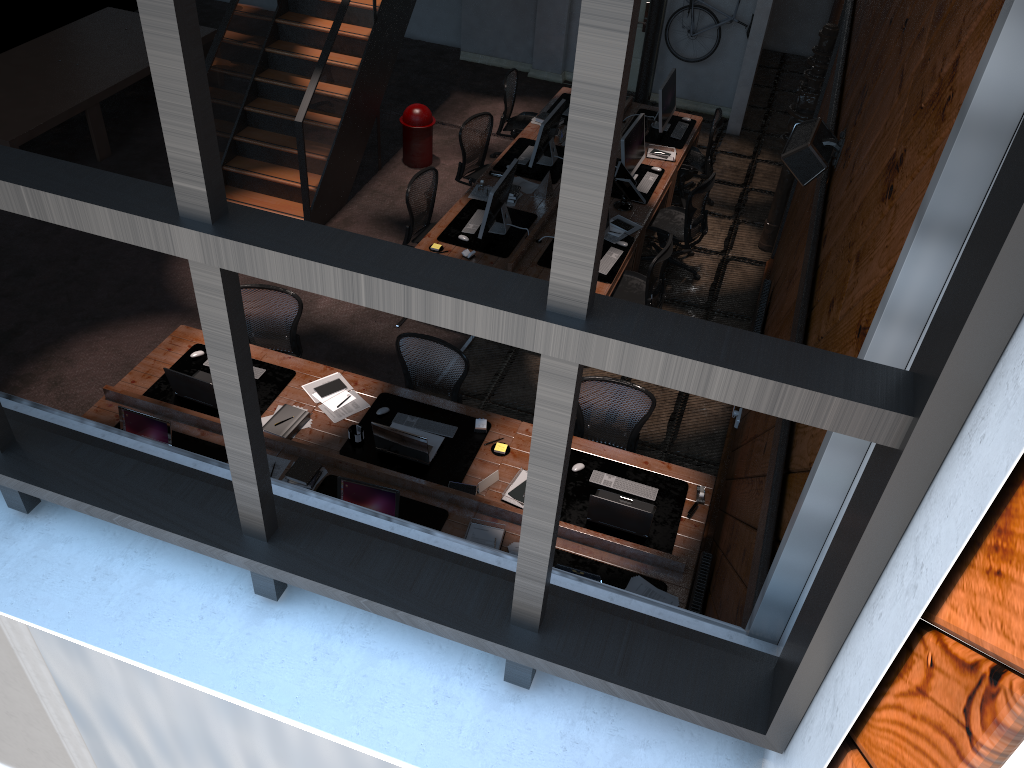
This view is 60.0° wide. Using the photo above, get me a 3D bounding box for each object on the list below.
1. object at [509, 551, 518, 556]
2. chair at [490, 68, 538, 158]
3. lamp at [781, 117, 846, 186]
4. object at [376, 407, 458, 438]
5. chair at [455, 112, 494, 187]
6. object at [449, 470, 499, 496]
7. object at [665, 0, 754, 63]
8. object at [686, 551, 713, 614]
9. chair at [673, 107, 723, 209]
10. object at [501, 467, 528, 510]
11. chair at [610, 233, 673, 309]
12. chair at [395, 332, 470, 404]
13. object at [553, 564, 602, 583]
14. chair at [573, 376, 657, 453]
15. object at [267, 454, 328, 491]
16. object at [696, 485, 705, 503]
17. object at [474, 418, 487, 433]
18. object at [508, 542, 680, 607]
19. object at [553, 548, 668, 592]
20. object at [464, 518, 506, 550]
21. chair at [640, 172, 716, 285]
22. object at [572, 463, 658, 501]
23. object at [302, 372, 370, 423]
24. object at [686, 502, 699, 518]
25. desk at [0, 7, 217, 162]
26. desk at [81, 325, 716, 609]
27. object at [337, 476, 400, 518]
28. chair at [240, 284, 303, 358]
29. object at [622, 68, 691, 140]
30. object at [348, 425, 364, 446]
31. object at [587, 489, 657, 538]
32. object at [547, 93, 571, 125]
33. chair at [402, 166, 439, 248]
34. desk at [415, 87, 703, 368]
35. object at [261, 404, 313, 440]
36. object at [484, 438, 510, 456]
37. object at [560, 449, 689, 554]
[{"bbox_3d":[0.081,1.103,5.185,0.246,0.002,0.315,3,41,-3],"label":"object"},{"bbox_3d":[0.158,-3.104,10.448,0.792,1.085,0.770,2,41,-4],"label":"chair"},{"bbox_3d":[1.549,-1.214,4.592,0.283,0.287,0.328,15,42,12],"label":"lamp"},{"bbox_3d":[-0.659,0.264,6.083,0.577,0.040,0.139,15,41,11],"label":"object"},{"bbox_3d":[-0.221,-2.271,9.437,0.792,1.085,0.770,15,41,11],"label":"chair"},{"bbox_3d":[-0.232,0.640,5.656,0.347,0.083,0.129,-12,43,-19],"label":"object"},{"bbox_3d":[2.579,-4.910,11.141,1.022,1.846,0.655,-1,41,-7],"label":"object"},{"bbox_3d":[0.986,1.561,5.146,0.073,0.628,1.064,15,42,12],"label":"object"},{"bbox_3d":[1.988,-2.552,9.998,0.792,1.085,0.770,2,41,-4],"label":"chair"},{"bbox_3d":[0.101,0.669,5.678,0.229,0.060,0.316,21,43,18],"label":"object"},{"bbox_3d":[1.046,-0.829,7.888,0.792,1.085,0.770,8,41,3],"label":"chair"},{"bbox_3d":[-0.655,0.236,6.467,0.770,1.085,0.792,8,41,3],"label":"chair"},{"bbox_3d":[0.331,1.194,5.019,0.322,0.116,0.290,14,41,10],"label":"object"},{"bbox_3d":[0.652,0.539,6.251,0.770,1.085,0.792,2,41,-4],"label":"chair"},{"bbox_3d":[-1.445,0.549,5.623,0.478,0.098,0.319,14,41,11],"label":"object"},{"bbox_3d":[1.230,0.700,5.756,0.054,0.064,0.159,11,41,6],"label":"object"},{"bbox_3d":[-0.213,0.278,6.085,0.082,0.063,0.106,4,41,-2],"label":"object"},{"bbox_3d":[0.455,1.146,5.182,1.058,0.002,0.356,14,41,11],"label":"object"},{"bbox_3d":[0.413,1.270,5.049,0.848,0.008,0.687,15,42,12],"label":"object"},{"bbox_3d":[-0.178,0.955,5.315,0.229,0.060,0.316,11,41,7],"label":"object"},{"bbox_3d":[1.615,-1.621,8.872,0.792,1.085,0.770,15,41,11],"label":"chair"},{"bbox_3d":[0.666,0.638,5.786,0.577,0.040,0.139,18,42,14],"label":"object"},{"bbox_3d":[-1.242,0.083,6.246,0.304,0.017,0.467,-25,49,-30],"label":"object"},{"bbox_3d":[1.151,0.799,5.648,0.022,0.042,0.134,26,45,23],"label":"object"},{"bbox_3d":[-5.193,-3.418,10.509,1.650,0.750,3.630,15,42,12],"label":"desk"},{"bbox_3d":[-0.881,0.846,5.920,4.117,0.840,1.748,15,42,12],"label":"desk"},{"bbox_3d":[-0.899,0.793,5.246,0.390,0.283,0.323,12,41,8],"label":"object"},{"bbox_3d":[-1.883,-0.167,6.807,0.770,1.085,0.792,-5,42,-12],"label":"chair"},{"bbox_3d":[1.750,-3.105,9.875,0.799,0.576,0.648,-14,44,-21],"label":"object"},{"bbox_3d":[-1.035,0.337,5.894,0.099,0.138,0.078,24,44,21],"label":"object"},{"bbox_3d":[0.695,0.727,5.491,0.390,0.283,0.323,15,42,12],"label":"object"},{"bbox_3d":[0.789,-3.144,10.238,0.687,0.008,0.848,16,42,13],"label":"object"},{"bbox_3d":[-0.668,-1.459,8.443,0.792,1.085,0.770,8,41,3],"label":"chair"},{"bbox_3d":[0.663,-1.908,9.295,1.748,0.840,4.117,17,42,13],"label":"desk"},{"bbox_3d":[-1.533,0.236,6.005,0.325,0.065,0.363,26,45,23],"label":"object"},{"bbox_3d":[-0.083,0.425,5.967,0.158,0.026,0.154,-17,45,-24],"label":"object"},{"bbox_3d":[0.663,0.748,5.684,0.848,0.008,0.687,15,42,12],"label":"object"}]
